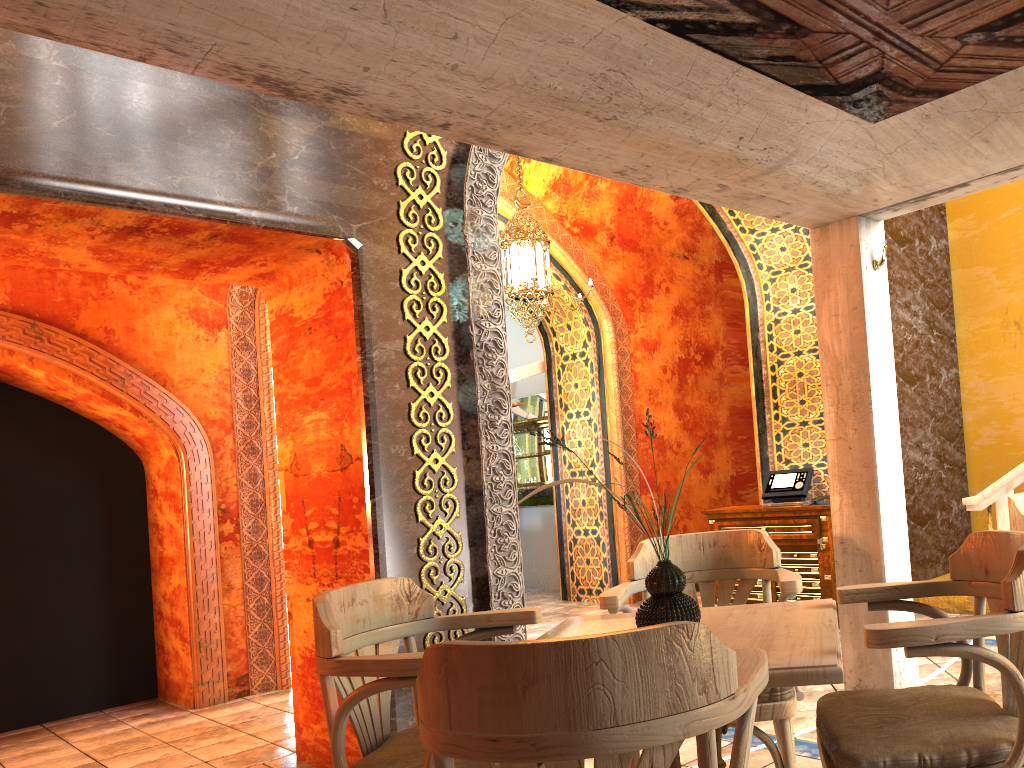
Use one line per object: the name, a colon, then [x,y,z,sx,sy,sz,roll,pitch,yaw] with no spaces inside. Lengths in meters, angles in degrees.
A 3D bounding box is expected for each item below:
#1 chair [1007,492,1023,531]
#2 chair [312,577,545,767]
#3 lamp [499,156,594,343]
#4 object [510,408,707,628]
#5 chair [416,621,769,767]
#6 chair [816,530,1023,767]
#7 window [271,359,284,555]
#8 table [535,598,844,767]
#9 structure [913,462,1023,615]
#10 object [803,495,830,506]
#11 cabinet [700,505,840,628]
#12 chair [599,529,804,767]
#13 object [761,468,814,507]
chair: [2.834,1.111,4.160,0.873,1.178,0.618,-2,-4,-42]
chair: [-0.215,1.221,2.726,0.670,1.178,0.814,-5,-3,14]
lamp: [0.090,-1.547,7.731,1.444,2.363,0.995,-3,-3,-41]
object: [0.324,0.422,2.495,0.719,0.715,0.225,-3,-3,-28]
chair: [0.208,1.081,1.861,0.768,1.178,0.711,-5,-3,7]
chair: [1.263,1.064,2.533,0.684,1.178,0.799,-5,-3,8]
window: [-3.977,1.280,14.397,1.717,3.417,0.079,-3,-2,-42]
table: [0.539,1.247,2.612,0.957,0.947,1.043,-6,-4,14]
structure: [5.638,0.195,6.610,2.068,3.138,5.736,-2,-6,-41]
object: [2.753,1.010,7.386,0.441,0.086,0.294,-2,-7,-27]
cabinet: [2.445,1.631,7.720,0.554,1.052,1.326,-3,-5,-41]
chair: [0.789,1.208,3.400,0.768,1.178,0.711,-5,-3,7]
object: [2.490,0.935,7.704,0.410,0.317,0.281,-9,-5,37]
